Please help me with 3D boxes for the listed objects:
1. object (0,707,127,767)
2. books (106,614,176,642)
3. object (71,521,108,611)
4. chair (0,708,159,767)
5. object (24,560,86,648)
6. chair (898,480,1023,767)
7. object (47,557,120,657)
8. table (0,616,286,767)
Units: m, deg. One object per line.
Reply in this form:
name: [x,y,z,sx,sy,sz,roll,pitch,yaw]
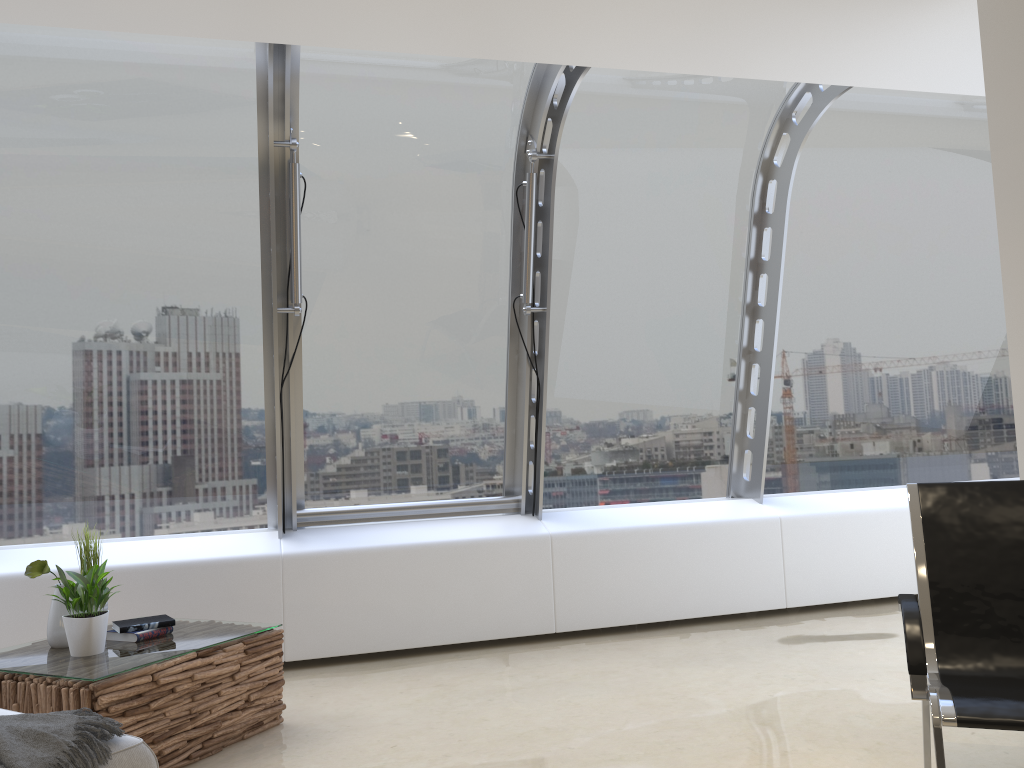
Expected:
object: [-1.482,1.003,2.221,1.024,0.359,0.825,-5,-5,30]
books: [-1.567,1.039,3.758,0.265,0.063,0.246,1,-6,-42]
object: [-1.829,0.832,3.832,0.150,0.511,0.153,-5,-5,30]
chair: [-2.109,1.076,2.414,2.068,0.690,1.176,-5,-5,32]
object: [-1.855,0.886,3.591,0.152,0.370,0.297,-4,-4,16]
chair: [1.514,0.783,2.500,0.752,0.972,0.943,-4,-5,21]
object: [-1.671,0.871,3.476,0.284,0.369,0.215,-3,-4,4]
table: [-1.593,1.279,3.628,0.923,0.436,1.007,-5,-5,26]
